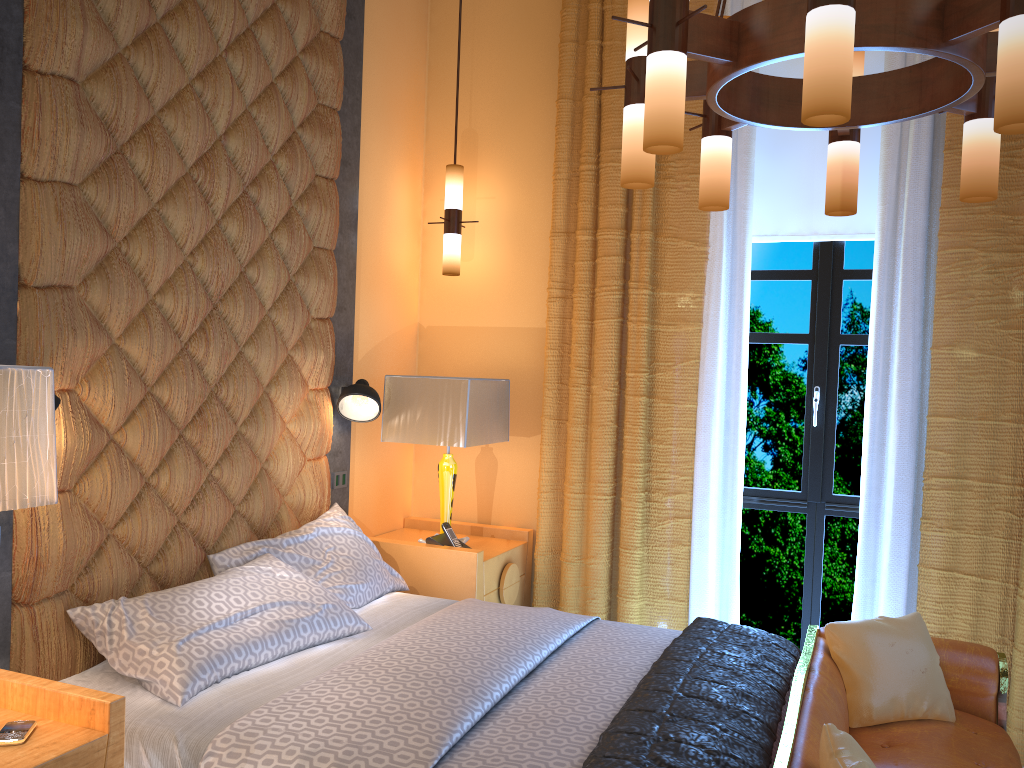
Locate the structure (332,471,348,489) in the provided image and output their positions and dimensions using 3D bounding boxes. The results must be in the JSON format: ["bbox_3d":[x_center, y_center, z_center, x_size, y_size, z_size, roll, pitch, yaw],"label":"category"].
[{"bbox_3d":[-0.764,0.424,3.925,0.016,0.071,0.103,3,1,22],"label":"structure"}]

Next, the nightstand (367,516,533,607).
[{"bbox_3d":[-0.339,1.053,4.228,0.720,0.690,0.680,3,1,22],"label":"nightstand"}]

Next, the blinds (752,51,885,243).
[{"bbox_3d":[1.483,-1.098,4.089,1.200,0.874,0.013,3,2,22],"label":"blinds"}]

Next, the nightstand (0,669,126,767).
[{"bbox_3d":[-1.317,1.036,1.797,0.720,0.700,0.708,3,1,22],"label":"nightstand"}]

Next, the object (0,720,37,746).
[{"bbox_3d":[-1.075,0.756,1.917,0.064,0.018,0.111,2,1,-13],"label":"object"}]

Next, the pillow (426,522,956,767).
[{"bbox_3d":[0.668,0.868,3.107,1.147,0.407,2.626,2,1,-26],"label":"pillow"}]

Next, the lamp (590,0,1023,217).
[{"bbox_3d":[0.808,-1.575,2.073,1.140,2.170,1.141,4,2,44],"label":"lamp"}]

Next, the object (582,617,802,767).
[{"bbox_3d":[0.558,0.883,2.490,0.405,0.105,1.460,2,1,22],"label":"object"}]

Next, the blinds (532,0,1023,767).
[{"bbox_3d":[1.303,-0.603,3.747,2.450,4.149,0.134,3,2,22],"label":"blinds"}]

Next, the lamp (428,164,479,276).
[{"bbox_3d":[-0.289,-0.801,4.351,0.199,0.532,0.199,1,2,-23],"label":"lamp"}]

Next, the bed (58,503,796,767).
[{"bbox_3d":[-0.193,0.956,2.800,2.106,0.825,1.888,2,1,22],"label":"bed"}]

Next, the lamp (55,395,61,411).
[{"bbox_3d":[-1.289,0.067,2.295,0.214,0.190,0.185,1,2,-40],"label":"lamp"}]

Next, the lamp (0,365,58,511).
[{"bbox_3d":[-1.281,0.355,1.788,0.424,0.803,0.505,3,2,22],"label":"lamp"}]

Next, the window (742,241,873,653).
[{"bbox_3d":[1.447,-0.035,4.133,1.200,3.002,0.130,3,2,22],"label":"window"}]

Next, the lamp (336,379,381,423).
[{"bbox_3d":[-0.495,0.092,3.922,0.568,0.218,0.231,2,1,-21],"label":"lamp"}]

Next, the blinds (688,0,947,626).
[{"bbox_3d":[1.297,-0.582,3.839,2.050,4.078,0.236,3,2,19],"label":"blinds"}]

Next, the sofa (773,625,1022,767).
[{"bbox_3d":[1.079,1.148,2.372,0.650,0.640,1.615,3,1,22],"label":"sofa"}]

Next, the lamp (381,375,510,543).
[{"bbox_3d":[-0.302,0.369,4.103,0.424,0.803,0.505,3,2,22],"label":"lamp"}]
